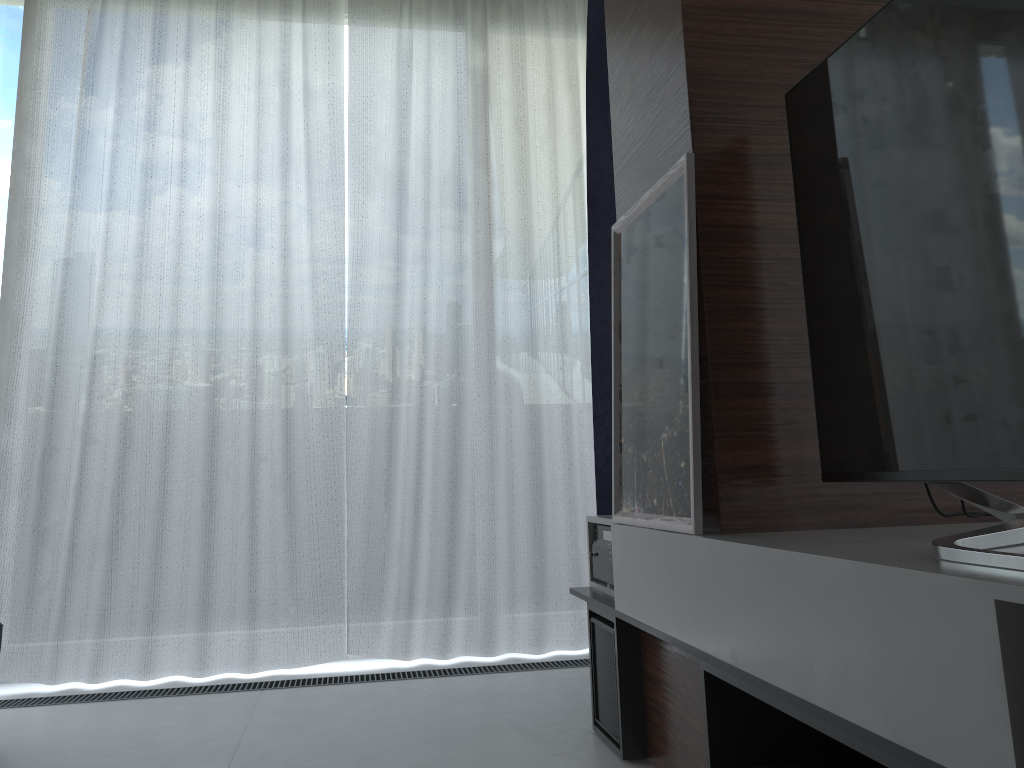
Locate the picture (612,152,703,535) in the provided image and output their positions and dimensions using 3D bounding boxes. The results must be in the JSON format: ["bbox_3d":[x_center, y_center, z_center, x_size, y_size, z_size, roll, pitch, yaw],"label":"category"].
[{"bbox_3d":[0.286,-0.061,1.841,0.053,0.711,0.493,0,-10,-10],"label":"picture"}]

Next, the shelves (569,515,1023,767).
[{"bbox_3d":[0.792,0.481,1.324,0.873,0.506,2.318,-1,-6,-10],"label":"shelves"}]

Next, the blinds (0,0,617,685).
[{"bbox_3d":[-1.350,-0.696,0.456,7.135,2.816,5.720,-1,-7,-7],"label":"blinds"}]

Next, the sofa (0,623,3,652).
[{"bbox_3d":[-2.005,0.474,0.899,1.899,0.617,2.834,-1,-6,-10],"label":"sofa"}]

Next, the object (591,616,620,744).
[{"bbox_3d":[0.340,0.688,2.089,0.254,0.255,0.210,0,-9,-10],"label":"object"}]

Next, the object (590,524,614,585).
[{"bbox_3d":[0.417,0.436,2.248,0.368,0.152,0.364,-1,-7,-10],"label":"object"}]

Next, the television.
[{"bbox_3d":[0.651,-0.209,0.967,0.298,0.798,1.213,0,-8,-10],"label":"television"}]
